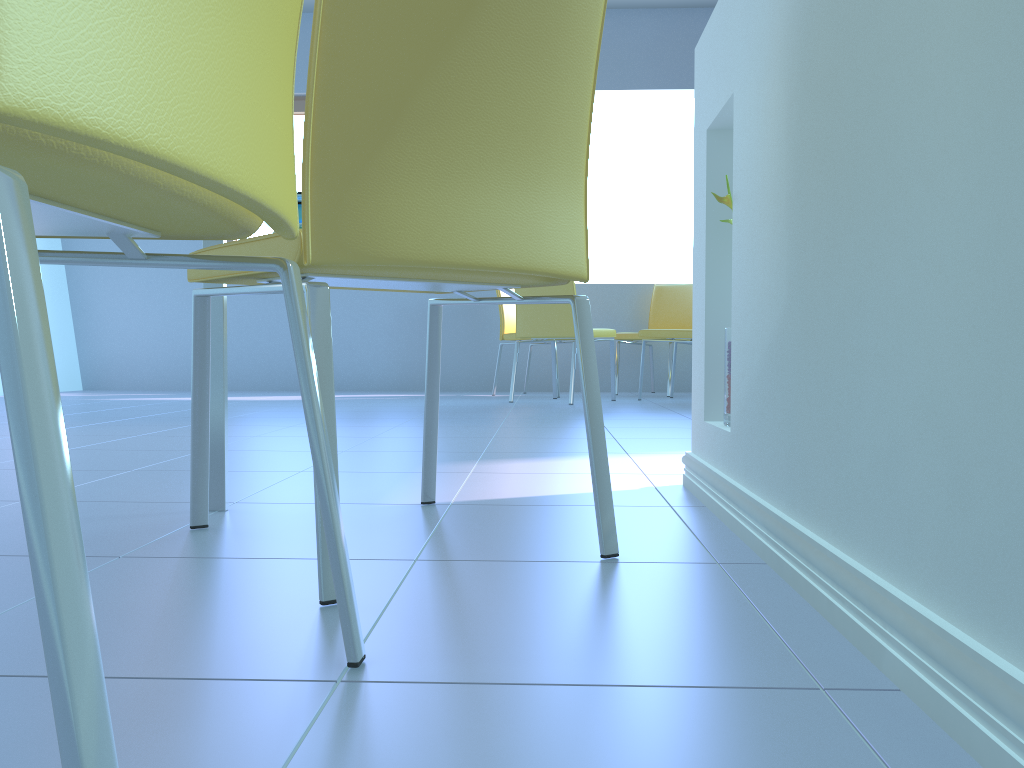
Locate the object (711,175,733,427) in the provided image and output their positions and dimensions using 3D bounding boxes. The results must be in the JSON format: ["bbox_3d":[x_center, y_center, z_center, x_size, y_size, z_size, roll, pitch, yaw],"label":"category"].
[{"bbox_3d":[0.370,-0.145,1.396,0.067,0.423,0.229,1,2,33],"label":"object"}]

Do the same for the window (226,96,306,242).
[{"bbox_3d":[-1.250,-1.298,5.964,1.475,1.263,0.142,0,2,2],"label":"window"}]

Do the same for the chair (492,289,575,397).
[{"bbox_3d":[0.166,-0.283,5.329,0.484,0.695,0.387,1,2,33],"label":"chair"}]

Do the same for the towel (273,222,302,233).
[{"bbox_3d":[-0.168,-0.192,1.128,0.195,0.024,0.201,1,2,27],"label":"towel"}]

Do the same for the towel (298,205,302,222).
[{"bbox_3d":[-0.164,-0.208,1.127,0.195,0.027,0.192,1,2,23],"label":"towel"}]

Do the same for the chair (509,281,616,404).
[{"bbox_3d":[0.261,-0.260,4.604,0.387,0.695,0.484,1,2,33],"label":"chair"}]

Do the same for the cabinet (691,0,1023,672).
[{"bbox_3d":[1.397,-0.179,0.689,2.200,0.800,2.139,0,2,2],"label":"cabinet"}]

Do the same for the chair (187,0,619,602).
[{"bbox_3d":[-0.149,-0.149,1.120,0.387,0.695,0.484,-1,2,-34],"label":"chair"}]

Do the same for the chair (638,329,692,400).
[{"bbox_3d":[0.984,-0.261,4.751,0.484,0.699,0.387,2,2,38],"label":"chair"}]

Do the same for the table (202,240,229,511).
[{"bbox_3d":[-0.793,-0.082,0.796,0.730,0.590,1.173,0,2,2],"label":"table"}]

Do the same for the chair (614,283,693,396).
[{"bbox_3d":[0.922,-0.286,5.461,0.387,0.695,0.484,2,2,38],"label":"chair"}]

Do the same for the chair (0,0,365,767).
[{"bbox_3d":[-0.349,-0.130,0.521,0.484,0.695,0.387,0,2,5],"label":"chair"}]

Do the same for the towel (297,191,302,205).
[{"bbox_3d":[-0.164,-0.224,1.124,0.195,0.033,0.190,1,2,28],"label":"towel"}]
